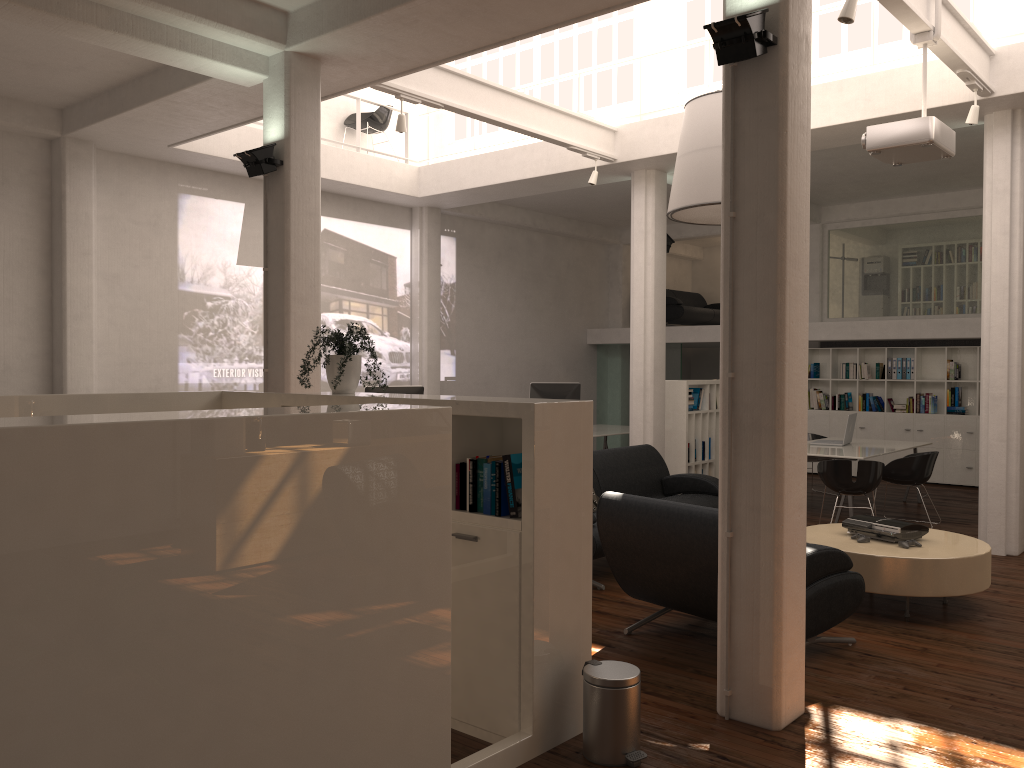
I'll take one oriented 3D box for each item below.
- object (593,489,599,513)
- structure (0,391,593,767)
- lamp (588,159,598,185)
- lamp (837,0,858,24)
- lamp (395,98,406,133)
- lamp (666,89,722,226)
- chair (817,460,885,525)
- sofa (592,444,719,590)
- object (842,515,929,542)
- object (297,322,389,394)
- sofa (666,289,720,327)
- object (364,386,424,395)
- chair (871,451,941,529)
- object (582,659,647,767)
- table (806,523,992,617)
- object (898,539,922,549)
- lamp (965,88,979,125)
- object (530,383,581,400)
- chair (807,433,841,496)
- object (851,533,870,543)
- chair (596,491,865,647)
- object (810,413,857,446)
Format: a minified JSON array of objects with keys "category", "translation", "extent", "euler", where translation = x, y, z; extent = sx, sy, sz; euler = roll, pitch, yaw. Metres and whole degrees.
[{"category":"object","translation":[0.747,1.238,9.489],"extent":[0.586,0.352,0.331],"euler":[-1,1,-34]},{"category":"structure","translation":[-2.264,1.056,4.377],"extent":[3.131,1.914,4.752],"euler":[1,1,41]},{"category":"lamp","translation":[1.111,-2.913,12.197],"extent":[0.136,0.357,0.117],"euler":[1,1,34]},{"category":"lamp","translation":[2.427,-2.794,6.413],"extent":[0.136,0.357,0.117],"euler":[1,1,34]},{"category":"lamp","translation":[-1.186,-2.870,9.512],"extent":[0.117,0.357,0.136],"euler":[-1,2,-43]},{"category":"lamp","translation":[2.260,-3.839,8.861],"extent":[1.386,4.284,1.386],"euler":[-1,1,-35]},{"category":"chair","translation":[4.216,1.406,11.015],"extent":[0.795,1.004,0.757],"euler":[1,1,16]},{"category":"sofa","translation":[1.214,1.359,9.846],"extent":[1.467,1.119,3.087],"euler":[1,1,41]},{"category":"object","translation":[3.384,1.309,8.052],"extent":[0.471,0.163,0.558],"euler":[0,1,-29]},{"category":"object","translation":[-1.176,-0.187,6.272],"extent":[0.646,0.504,0.709],"euler":[0,1,-19]},{"category":"sofa","translation":[4.410,-1.843,22.147],"extent":[1.467,1.119,3.087],"euler":[1,1,41]},{"category":"object","translation":[-1.655,0.470,12.445],"extent":[0.886,0.888,0.347],"euler":[0,1,-29]},{"category":"chair","translation":[5.308,1.393,11.914],"extent":[0.757,1.004,0.795],"euler":[1,1,36]},{"category":"object","translation":[0.550,1.782,4.818],"extent":[0.415,0.465,0.311],"euler":[1,1,24]},{"category":"table","translation":[3.400,1.679,8.002],"extent":[1.616,0.570,1.616],"euler":[1,1,34]},{"category":"object","translation":[3.392,1.350,7.674],"extent":[0.193,0.099,0.231],"euler":[0,1,-26]},{"category":"lamp","translation":[4.733,-2.837,9.108],"extent":[0.117,0.357,0.136],"euler":[-1,2,-43]},{"category":"object","translation":[0.754,0.421,15.478],"extent":[0.886,0.888,0.347],"euler":[0,1,-4]},{"category":"chair","translation":[4.946,1.335,14.759],"extent":[0.795,1.004,0.757],"euler":[0,1,-14]},{"category":"object","translation":[3.099,1.363,7.881],"extent":[0.119,0.062,0.193],"euler":[0,1,1]},{"category":"chair","translation":[1.665,1.415,6.815],"extent":[1.481,1.130,1.454],"euler":[-1,1,-38]},{"category":"object","translation":[4.907,0.679,13.518],"extent":[0.557,0.470,0.702],"euler":[1,1,31]}]
